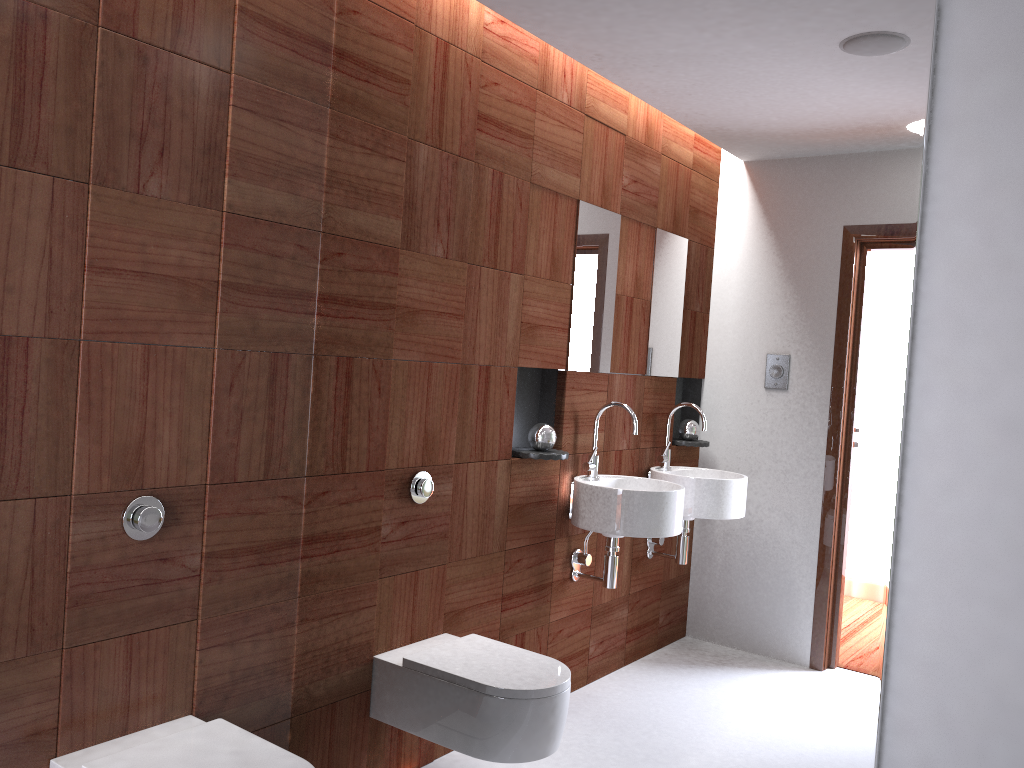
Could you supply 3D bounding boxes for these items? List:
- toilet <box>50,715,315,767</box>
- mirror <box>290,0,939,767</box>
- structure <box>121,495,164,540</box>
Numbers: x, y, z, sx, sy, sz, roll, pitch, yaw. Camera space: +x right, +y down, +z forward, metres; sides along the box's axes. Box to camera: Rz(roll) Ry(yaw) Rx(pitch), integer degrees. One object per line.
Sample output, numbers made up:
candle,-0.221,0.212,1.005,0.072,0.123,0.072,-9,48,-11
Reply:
toilet,-0.637,0.907,1.790,0.547,0.284,0.329,5,2,36
mirror,0.070,0.021,1.887,1.433,2.183,0.019,5,2,36
structure,-0.797,0.294,1.932,0.034,0.098,0.098,5,2,36
